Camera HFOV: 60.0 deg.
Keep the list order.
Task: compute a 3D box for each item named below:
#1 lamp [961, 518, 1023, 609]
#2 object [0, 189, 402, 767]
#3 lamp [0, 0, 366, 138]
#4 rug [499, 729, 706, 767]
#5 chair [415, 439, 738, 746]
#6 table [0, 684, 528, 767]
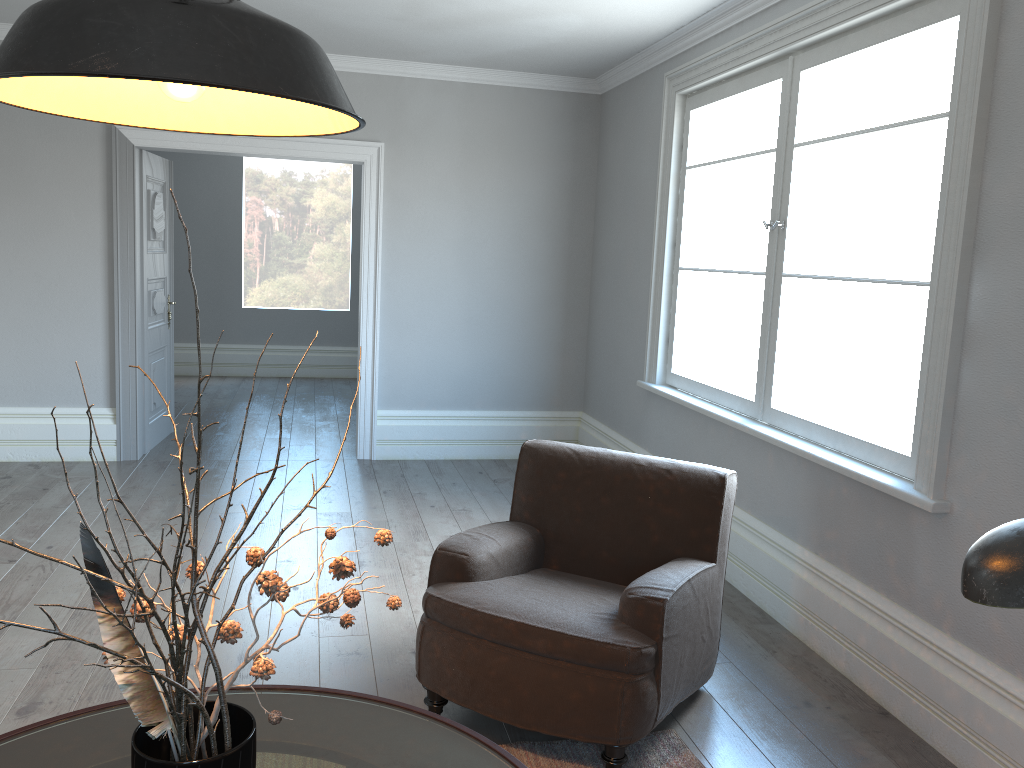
[{"bbox_3d":[1.228,0.676,0.453,1.864,1.643,0.797,6,9,24],"label":"lamp"},{"bbox_3d":[-0.600,0.249,1.354,0.853,1.065,0.526,-5,11,-42],"label":"object"},{"bbox_3d":[-0.432,-0.907,1.153,0.504,1.075,0.504,8,10,34],"label":"lamp"},{"bbox_3d":[-0.550,1.229,1.408,2.818,0.090,2.402,1,8,-12],"label":"rug"},{"bbox_3d":[0.211,0.684,2.951,0.807,0.794,0.970,7,9,28],"label":"chair"},{"bbox_3d":[-0.520,1.032,1.423,1.300,0.503,1.301,0,9,-20],"label":"table"}]
